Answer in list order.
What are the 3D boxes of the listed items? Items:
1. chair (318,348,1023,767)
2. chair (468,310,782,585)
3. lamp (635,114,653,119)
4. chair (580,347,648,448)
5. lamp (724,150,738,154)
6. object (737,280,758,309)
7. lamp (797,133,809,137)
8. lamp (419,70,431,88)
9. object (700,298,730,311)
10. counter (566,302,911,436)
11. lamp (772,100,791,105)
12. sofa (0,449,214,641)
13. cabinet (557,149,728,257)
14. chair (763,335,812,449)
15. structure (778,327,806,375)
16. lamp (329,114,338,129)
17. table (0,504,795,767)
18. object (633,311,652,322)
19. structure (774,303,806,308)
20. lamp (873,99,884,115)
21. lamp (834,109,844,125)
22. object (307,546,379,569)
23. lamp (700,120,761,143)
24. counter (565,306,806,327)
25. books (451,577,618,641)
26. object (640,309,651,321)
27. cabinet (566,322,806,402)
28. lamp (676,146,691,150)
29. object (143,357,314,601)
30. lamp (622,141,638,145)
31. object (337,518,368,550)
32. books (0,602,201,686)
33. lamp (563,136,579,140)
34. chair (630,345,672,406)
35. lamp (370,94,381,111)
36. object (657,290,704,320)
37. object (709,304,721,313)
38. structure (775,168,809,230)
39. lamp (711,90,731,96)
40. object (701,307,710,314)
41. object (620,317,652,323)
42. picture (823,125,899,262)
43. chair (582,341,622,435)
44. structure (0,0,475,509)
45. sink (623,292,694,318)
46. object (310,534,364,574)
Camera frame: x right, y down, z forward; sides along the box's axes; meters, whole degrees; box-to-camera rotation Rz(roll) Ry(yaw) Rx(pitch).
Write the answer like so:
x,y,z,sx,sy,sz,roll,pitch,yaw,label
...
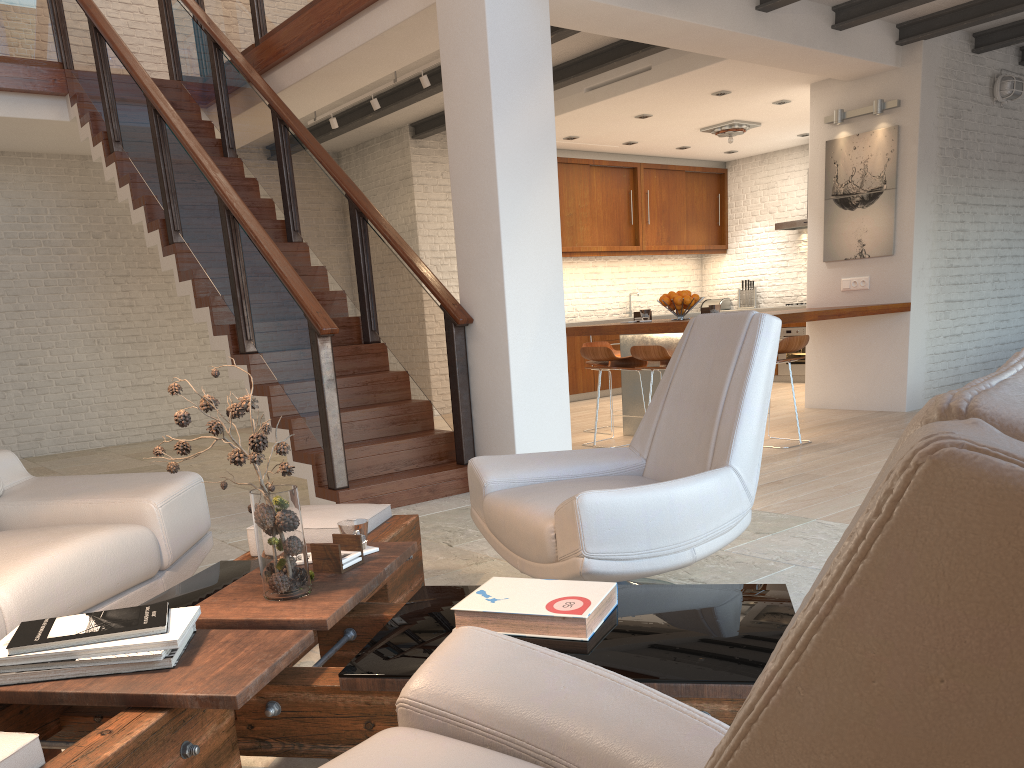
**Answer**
x,y,z,sx,sy,sz,roll,pitch,yaw,label
0.007,0.493,0.873,0.977,1.033,0.999,3,12,36,chair
0.435,0.289,3.087,0.964,1.051,1.001,-8,10,-21,chair
1.268,-2.598,8.402,0.121,0.057,0.122,-9,8,-38,lamp
0.781,0.086,6.868,0.414,0.802,0.397,-13,15,-37,chair
2.707,-2.885,10.774,0.121,0.057,0.122,-9,8,-38,lamp
3.132,-1.195,11.615,0.065,0.388,0.317,-15,15,-38,object
3.352,-2.869,9.979,0.121,0.057,0.122,-9,8,-38,lamp
-0.655,-2.285,6.558,0.084,0.133,0.059,-12,15,-35,lamp
2.796,-1.091,11.995,0.246,0.165,0.340,-10,9,-38,object
1.884,-0.108,7.344,2.453,0.951,1.663,-8,8,-37,counter
2.542,-2.674,8.216,0.121,0.057,0.122,-9,8,-38,lamp
-2.004,0.624,2.594,1.145,0.780,2.256,-2,6,12,sofa
1.448,-2.190,10.857,3.284,1.206,0.453,-8,13,-37,cabinet
1.914,0.049,6.308,0.396,0.802,0.415,-13,15,-37,chair
3.690,-0.416,10.722,0.491,0.597,0.660,-12,12,-38,structure
-1.571,-2.307,7.680,0.059,0.133,0.083,1,12,22,lamp
-0.319,0.707,2.152,1.972,0.444,2.136,-3,5,13,table
1.068,-0.551,7.122,0.092,0.085,0.113,-11,11,-38,object
3.709,-0.982,10.625,0.579,0.033,0.801,-8,6,-38,structure
2.992,-2.260,7.120,0.079,0.108,0.077,-6,11,-10,lamp
2.771,-2.265,7.392,0.079,0.108,0.077,-6,11,-10,lamp
-0.540,0.495,2.561,0.271,0.036,0.241,-2,5,24,object
2.310,-2.634,9.212,0.442,0.176,0.444,-9,7,-38,lamp
2.497,-0.798,10.032,3.275,0.072,3.477,-8,6,-38,counter
0.059,0.524,2.058,0.326,0.058,0.247,-2,5,22,books
1.067,-0.552,6.974,0.089,0.087,0.090,-12,12,-40,object
2.574,-1.370,10.325,4.785,2.932,2.188,-2,11,16,cabinet
2.013,-2.795,10.248,0.121,0.057,0.122,-9,8,-38,lamp
-0.708,0.240,2.230,0.542,0.628,0.305,0,13,22,object
1.318,-2.704,9.722,0.121,0.057,0.122,-9,8,-38,lamp
-0.468,0.450,2.587,0.091,0.087,0.088,-2,9,11,object
-0.894,0.554,1.873,0.400,0.077,0.243,-5,5,-6,books
0.623,-2.614,9.196,0.121,0.057,0.122,-9,8,-38,lamp
1.117,0.094,6.456,0.414,0.802,0.397,-13,15,-37,chair
-1.119,-2.296,7.128,0.084,0.133,0.059,-12,15,-35,lamp
1.313,-0.615,6.797,0.366,0.229,0.351,-2,8,17,object
1.502,-0.543,6.457,0.090,0.087,0.089,-8,10,-23,object
3.670,-2.395,10.307,0.449,1.026,0.971,-14,14,-38,structure
1.847,-2.584,7.690,0.121,0.057,0.122,-9,8,-38,lamp
1.484,-0.540,6.601,0.094,0.085,0.111,-3,8,7,object
1.051,-0.520,7.064,0.202,0.036,0.283,-8,6,-38,object
2.971,-1.599,7.457,0.020,1.050,0.644,-15,16,-38,picture
0.853,0.023,7.614,0.396,0.802,0.415,-13,15,-37,chair
-0.116,-1.501,5.646,13.613,4.282,10.022,-8,7,-37,structure
1.879,-0.986,11.325,0.843,0.443,0.509,-9,10,-37,sink
-0.490,0.476,2.452,0.094,0.085,0.111,0,9,24,object
